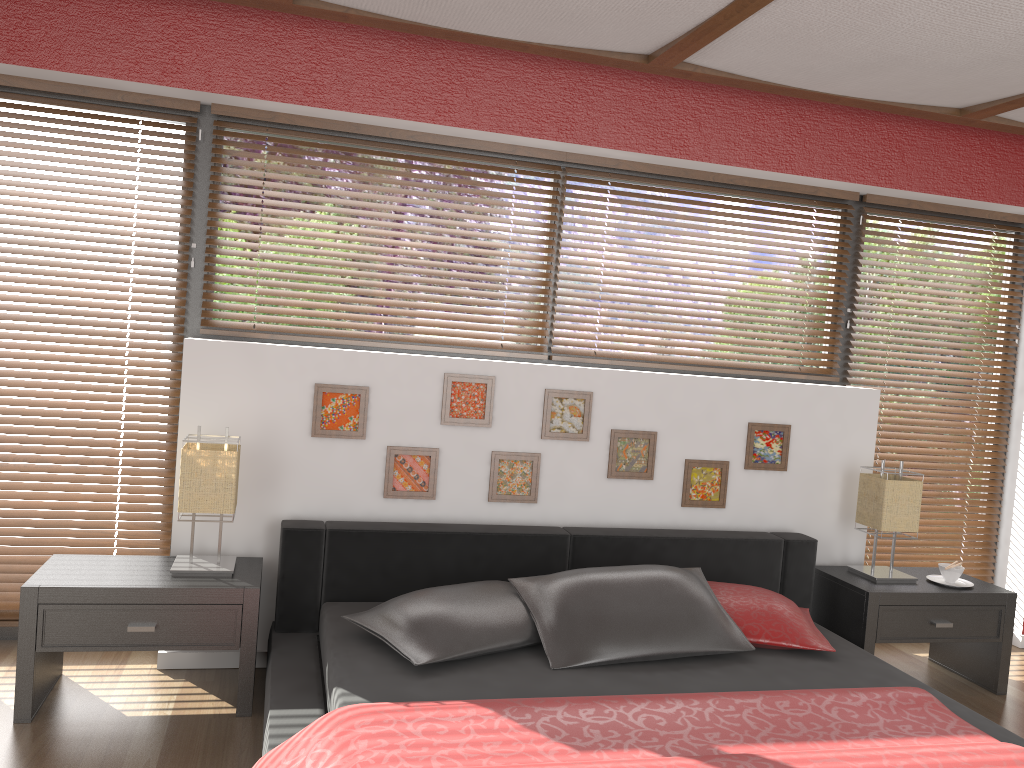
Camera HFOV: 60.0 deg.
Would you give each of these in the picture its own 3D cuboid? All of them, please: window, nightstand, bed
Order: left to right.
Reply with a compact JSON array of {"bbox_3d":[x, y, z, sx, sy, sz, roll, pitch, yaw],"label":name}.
[{"bbox_3d":[-1.751,-0.122,3.389,0.889,1.893,0.020,4,3,-15],"label":"window"},{"bbox_3d":[-1.215,0.835,2.969,0.700,0.423,0.413,4,3,-15],"label":"nightstand"},{"bbox_3d":[0.177,-0.536,3.859,2.817,0.786,0.020,4,3,-15],"label":"window"},{"bbox_3d":[0.339,0.909,2.339,2.469,0.577,2.413,4,3,-15],"label":"bed"},{"bbox_3d":[1.658,1.029,3.722,0.700,0.423,0.413,4,3,-15],"label":"nightstand"},{"bbox_3d":[2.015,0.131,4.377,0.889,1.893,0.020,4,3,-15],"label":"window"}]

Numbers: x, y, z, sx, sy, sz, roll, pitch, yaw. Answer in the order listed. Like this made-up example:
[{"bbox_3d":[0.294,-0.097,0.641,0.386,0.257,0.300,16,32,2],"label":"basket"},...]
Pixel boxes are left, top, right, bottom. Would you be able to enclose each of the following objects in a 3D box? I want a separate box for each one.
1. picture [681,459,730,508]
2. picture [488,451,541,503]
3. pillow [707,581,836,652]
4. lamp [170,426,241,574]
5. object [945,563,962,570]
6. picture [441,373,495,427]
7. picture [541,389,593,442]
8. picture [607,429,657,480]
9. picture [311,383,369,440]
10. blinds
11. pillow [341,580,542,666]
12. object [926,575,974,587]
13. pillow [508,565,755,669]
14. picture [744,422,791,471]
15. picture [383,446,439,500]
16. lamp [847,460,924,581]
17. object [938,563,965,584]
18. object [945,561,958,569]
[{"bbox_3d":[0.811,0.419,3.718,0.200,0.200,0.010,4,3,-15],"label":"picture"},{"bbox_3d":[0.010,0.370,3.509,0.200,0.200,0.010,4,3,-15],"label":"picture"},{"bbox_3d":[0.740,0.814,3.181,0.745,0.172,0.418,5,3,4],"label":"pillow"},{"bbox_3d":[-1.035,0.383,3.028,0.200,0.480,0.200,4,3,-15],"label":"lamp"},{"bbox_3d":[1.830,0.755,3.675,0.007,0.007,0.192,7,4,45],"label":"object"},{"bbox_3d":[-0.171,0.064,3.442,0.200,0.200,0.010,4,3,-15],"label":"picture"},{"bbox_3d":[0.221,0.125,3.547,0.200,0.200,0.010,4,3,-15],"label":"picture"},{"bbox_3d":[0.492,0.290,3.628,0.200,0.200,0.010,4,3,-15],"label":"picture"},{"bbox_3d":[-0.643,0.104,3.323,0.200,0.200,0.010,4,3,-15],"label":"picture"},{"bbox_3d":[0.145,0.044,3.818,4.840,1.952,0.032,4,3,-15],"label":"blinds"},{"bbox_3d":[-0.126,0.758,2.898,0.745,0.172,0.418,2,3,-39],"label":"pillow"},{"bbox_3d":[1.824,0.825,3.695,0.179,0.012,0.179,5,3,10],"label":"object"},{"bbox_3d":[0.394,0.745,2.942,0.744,0.241,0.386,4,3,-19],"label":"pillow"},{"bbox_3d":[1.090,0.269,3.781,0.200,0.200,0.010,4,3,-15],"label":"picture"},{"bbox_3d":[-0.386,0.342,3.405,0.200,0.200,0.010,4,3,-15],"label":"picture"},{"bbox_3d":[1.570,0.559,3.711,0.200,0.480,0.200,4,3,-15],"label":"lamp"},{"bbox_3d":[1.826,0.792,3.693,0.099,0.069,0.099,5,3,10],"label":"object"},{"bbox_3d":[1.832,0.754,3.698,0.007,0.007,0.192,7,3,40],"label":"object"}]
